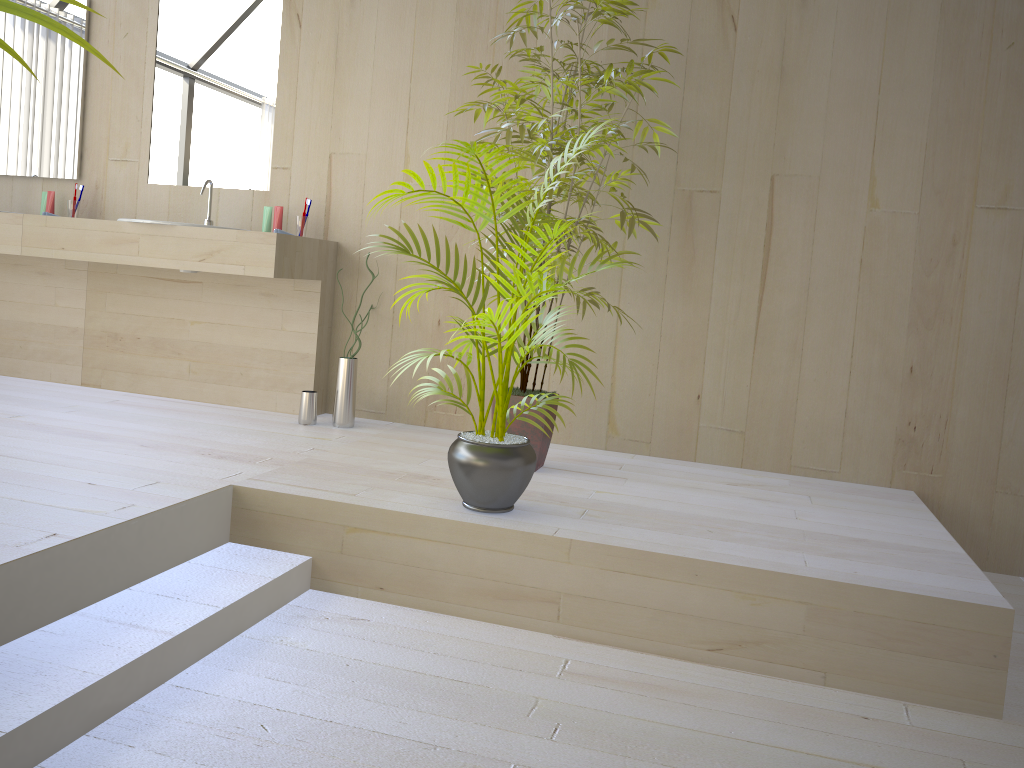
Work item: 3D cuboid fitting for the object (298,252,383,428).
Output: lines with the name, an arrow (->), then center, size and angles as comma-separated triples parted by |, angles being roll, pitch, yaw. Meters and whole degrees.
object -> -0.719, -0.199, 3.811 | 0.274, 0.746, 0.408 | 5, 4, 3

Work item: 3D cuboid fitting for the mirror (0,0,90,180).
mirror -> -2.384, -1.459, 4.359 | 0.654, 0.865, 0.023 | 6, 3, 15

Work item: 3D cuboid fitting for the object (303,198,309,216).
object -> -0.909, -0.727, 3.878 | 0.012, 0.177, 0.050 | 3, 4, -36

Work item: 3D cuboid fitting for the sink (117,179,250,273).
sink -> -1.401, -0.691, 3.812 | 0.575, 0.418, 0.505 | 7, 5, 18

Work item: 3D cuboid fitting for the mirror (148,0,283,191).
mirror -> -1.380, -1.347, 4.118 | 0.654, 0.865, 0.023 | 6, 3, 15

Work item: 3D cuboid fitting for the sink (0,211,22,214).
sink -> -2.561, -0.825, 4.123 | 0.575, 0.418, 0.505 | 7, 5, 18

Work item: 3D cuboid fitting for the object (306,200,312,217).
object -> -0.916, -0.730, 3.914 | 0.012, 0.174, 0.054 | 7, 4, 40

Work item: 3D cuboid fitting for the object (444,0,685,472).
object -> 0.134, -0.570, 3.216 | 0.939, 1.750, 0.786 | 8, 5, 40

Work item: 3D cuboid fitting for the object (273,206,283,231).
object -> -1.026, -0.712, 3.881 | 0.039, 0.134, 0.039 | 3, 4, -34

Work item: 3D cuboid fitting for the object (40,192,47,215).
object -> -2.257, -0.862, 4.280 | 0.039, 0.134, 0.039 | 3, 4, -27

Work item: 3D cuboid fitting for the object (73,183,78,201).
object -> -2.068, -0.861, 4.189 | 0.012, 0.177, 0.050 | 3, 4, -36

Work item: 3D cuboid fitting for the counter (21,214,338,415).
counter -> -1.457, -0.287, 3.889 | 1.207, 0.788, 0.552 | 6, 4, 15

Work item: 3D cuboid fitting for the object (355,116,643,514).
object -> -0.046, -0.215, 2.499 | 0.915, 1.153, 0.754 | 1, 6, -41

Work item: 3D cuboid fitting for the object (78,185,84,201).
object -> -2.075, -0.864, 4.225 | 0.012, 0.174, 0.054 | 7, 4, 40

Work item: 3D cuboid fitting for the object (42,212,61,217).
object -> -2.137, -0.786, 4.135 | 0.104, 0.029, 0.033 | 1, 7, -35

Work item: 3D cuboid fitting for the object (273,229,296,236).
object -> -0.977, -0.652, 3.823 | 0.104, 0.029, 0.033 | 1, 7, -35

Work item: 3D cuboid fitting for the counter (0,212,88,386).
counter -> -2.616, -0.421, 4.200 | 1.207, 0.788, 0.552 | 6, 4, 15

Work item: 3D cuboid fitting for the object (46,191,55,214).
object -> -2.186, -0.846, 4.192 | 0.039, 0.134, 0.039 | 3, 4, -27

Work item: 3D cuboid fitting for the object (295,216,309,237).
object -> -0.930, -0.689, 3.905 | 0.059, 0.100, 0.058 | 7, 4, 25

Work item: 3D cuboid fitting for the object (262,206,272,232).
object -> -1.098, -0.728, 3.969 | 0.039, 0.134, 0.039 | 3, 4, -34

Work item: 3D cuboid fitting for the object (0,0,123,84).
object -> -0.687, -0.123, 0.437 | 0.873, 1.341, 1.069 | 5, 4, 3

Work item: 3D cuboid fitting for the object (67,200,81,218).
object -> -2.089, -0.823, 4.216 | 0.058, 0.100, 0.058 | 6, 4, 22
